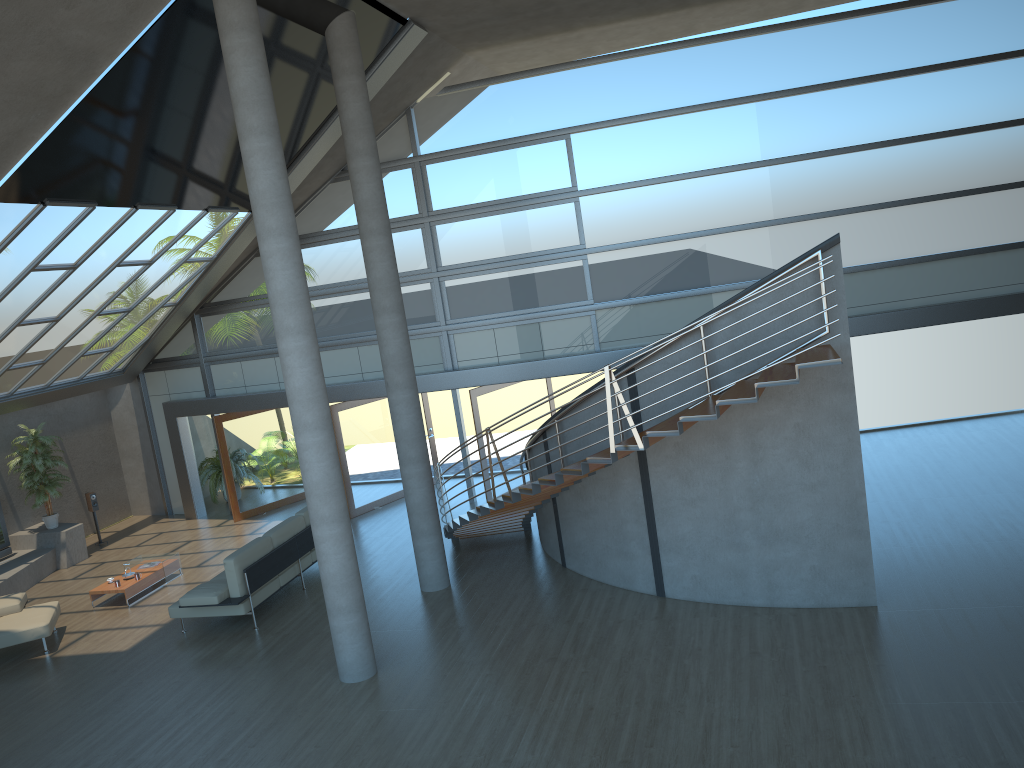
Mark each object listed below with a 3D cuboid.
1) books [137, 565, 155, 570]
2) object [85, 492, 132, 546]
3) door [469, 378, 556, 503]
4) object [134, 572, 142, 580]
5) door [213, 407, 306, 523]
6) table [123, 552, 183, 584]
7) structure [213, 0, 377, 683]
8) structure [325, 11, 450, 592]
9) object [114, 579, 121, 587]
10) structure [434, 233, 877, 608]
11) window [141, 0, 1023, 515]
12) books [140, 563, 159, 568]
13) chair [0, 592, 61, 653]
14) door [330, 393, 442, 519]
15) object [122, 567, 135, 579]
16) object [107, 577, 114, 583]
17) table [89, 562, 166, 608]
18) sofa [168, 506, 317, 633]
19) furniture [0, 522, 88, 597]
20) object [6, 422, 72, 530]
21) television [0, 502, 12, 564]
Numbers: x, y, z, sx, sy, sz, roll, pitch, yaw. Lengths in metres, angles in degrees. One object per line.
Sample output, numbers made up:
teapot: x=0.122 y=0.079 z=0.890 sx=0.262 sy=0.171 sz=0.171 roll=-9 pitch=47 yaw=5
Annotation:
books: x=-5.413 y=2.705 z=13.162 sx=0.275 sy=0.005 sz=0.189 roll=-9 pitch=7 yaw=-4
object: x=-9.688 y=3.018 z=14.109 sx=7.863 sy=0.982 sz=21.345 roll=-6 pitch=8 yaw=19
door: x=0.134 y=0.844 z=15.134 sx=0.200 sy=1.977 sz=2.298 roll=-3 pitch=9 yaw=36
object: x=-5.302 y=2.719 z=12.561 sx=0.070 sy=0.101 sz=0.085 roll=-2 pitch=10 yaw=43
door: x=-4.404 y=1.323 z=16.786 sx=0.200 sy=1.977 sz=2.298 roll=-1 pitch=10 yaw=44
table: x=-5.347 y=2.761 z=13.232 sx=0.680 sy=0.342 sz=0.400 roll=-7 pitch=8 yaw=16
structure: x=-2.084 y=-0.569 z=8.482 sx=0.381 sy=7.125 sz=0.382 roll=-7 pitch=8 yaw=16
structure: x=-1.500 y=-0.949 z=10.701 sx=0.381 sy=7.125 sz=0.382 roll=-13 pitch=9 yaw=-30
object: x=-5.508 y=2.776 z=12.364 sx=0.085 sy=0.101 sz=0.070 roll=-7 pitch=8 yaw=14
structure: x=0.770 y=0.576 z=9.982 sx=2.349 sy=3.653 sz=6.809 roll=-14 pitch=9 yaw=-36
window: x=0.588 y=-1.531 z=14.650 sx=16.616 sy=6.630 sz=1.098 roll=-7 pitch=8 yaw=14
books: x=-5.384 y=2.691 z=13.205 sx=0.275 sy=0.005 sz=0.189 roll=-9 pitch=7 yaw=-1
chair: x=-6.433 y=2.872 z=11.139 sx=1.244 sy=1.023 sz=1.217 roll=-11 pitch=8 yaw=-19
door: x=-2.199 y=1.108 z=15.853 sx=0.200 sy=1.977 sz=2.298 roll=-3 pitch=10 yaw=39
object: x=-5.484 y=2.701 z=12.674 sx=0.178 sy=0.161 sz=0.178 roll=-13 pitch=9 yaw=-33
object: x=-5.704 y=2.782 z=12.602 sx=0.102 sy=0.086 sz=0.100 roll=-6 pitch=8 yaw=20
table: x=-5.439 y=2.879 z=12.857 sx=0.600 sy=0.250 sz=1.200 roll=-7 pitch=8 yaw=16
sofa: x=-3.358 y=2.347 z=11.928 sx=1.166 sy=0.947 sz=3.079 roll=-7 pitch=8 yaw=15
furniture: x=-7.945 y=2.908 z=14.227 sx=1.577 sy=0.610 sz=2.936 roll=-7 pitch=8 yaw=16
object: x=-7.985 y=1.549 z=15.019 sx=0.932 sy=1.857 sz=0.895 roll=-12 pitch=8 yaw=-25
television: x=-8.543 y=2.461 z=13.825 sx=0.396 sy=1.063 sz=1.568 roll=-7 pitch=8 yaw=16
